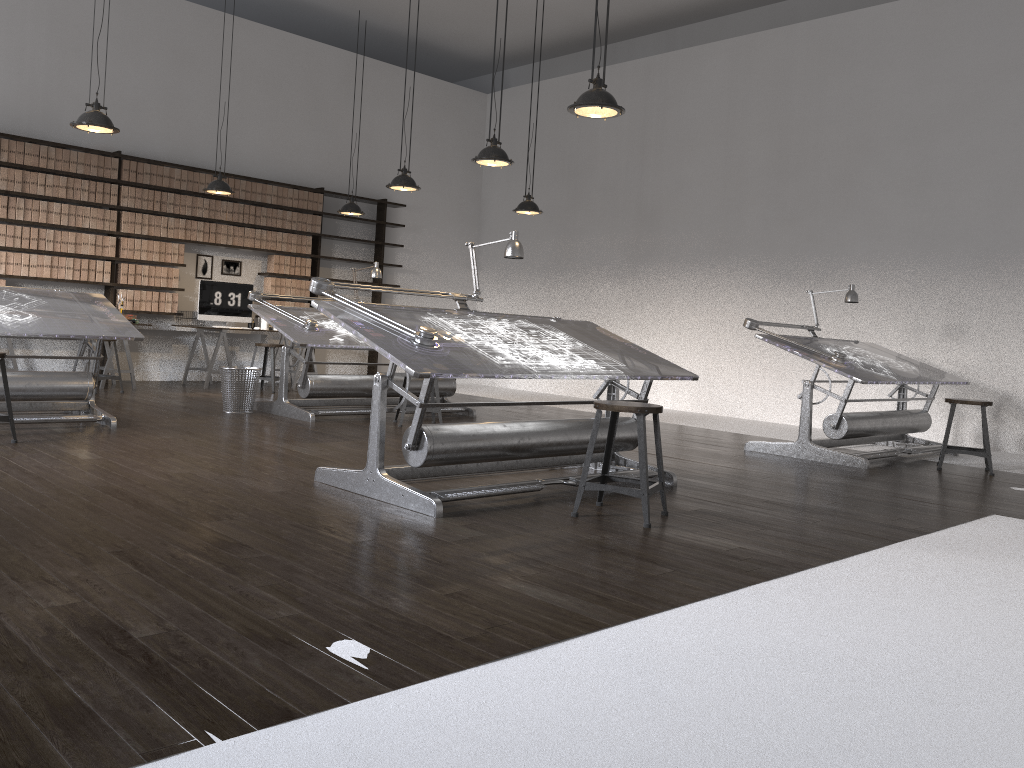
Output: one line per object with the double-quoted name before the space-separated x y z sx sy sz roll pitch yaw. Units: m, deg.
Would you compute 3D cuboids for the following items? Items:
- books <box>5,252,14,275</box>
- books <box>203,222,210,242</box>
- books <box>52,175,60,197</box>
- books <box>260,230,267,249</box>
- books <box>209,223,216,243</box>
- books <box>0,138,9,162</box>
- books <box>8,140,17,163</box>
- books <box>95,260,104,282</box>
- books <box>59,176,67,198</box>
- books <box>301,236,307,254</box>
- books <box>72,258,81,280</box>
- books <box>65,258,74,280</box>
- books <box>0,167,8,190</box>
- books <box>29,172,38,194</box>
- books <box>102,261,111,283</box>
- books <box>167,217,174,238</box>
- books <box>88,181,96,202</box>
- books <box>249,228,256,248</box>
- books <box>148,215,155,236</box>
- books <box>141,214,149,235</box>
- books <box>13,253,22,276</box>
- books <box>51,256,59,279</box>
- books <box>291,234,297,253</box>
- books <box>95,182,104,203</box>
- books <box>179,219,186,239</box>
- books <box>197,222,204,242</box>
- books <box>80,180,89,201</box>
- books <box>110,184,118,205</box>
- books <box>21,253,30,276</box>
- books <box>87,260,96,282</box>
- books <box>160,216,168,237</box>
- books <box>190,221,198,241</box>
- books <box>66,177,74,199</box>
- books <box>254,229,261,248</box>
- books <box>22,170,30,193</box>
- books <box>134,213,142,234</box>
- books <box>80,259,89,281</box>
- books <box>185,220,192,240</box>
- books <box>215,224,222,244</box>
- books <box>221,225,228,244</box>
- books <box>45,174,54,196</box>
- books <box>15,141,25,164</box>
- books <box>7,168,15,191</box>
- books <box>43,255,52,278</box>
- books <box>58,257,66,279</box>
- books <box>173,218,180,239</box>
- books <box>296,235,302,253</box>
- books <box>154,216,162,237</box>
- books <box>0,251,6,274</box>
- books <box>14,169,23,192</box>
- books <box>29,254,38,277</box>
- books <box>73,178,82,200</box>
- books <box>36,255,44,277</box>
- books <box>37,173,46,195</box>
"books" -4.993 -1.190 8.760 0.066 0.225 0.175 3 2 -44
"books" -3.534 -1.732 10.132 0.066 0.225 0.175 3 2 -44
"books" -4.668 -2.003 9.016 0.066 0.225 0.175 3 2 -44
"books" -3.022 -1.730 10.622 0.066 0.225 0.175 3 2 -44
"books" -3.476 -1.731 10.180 0.067 0.226 0.175 3 2 -44
"books" -4.997 -2.280 8.678 0.066 0.225 0.175 3 2 -44
"books" -4.950 -2.281 8.729 0.066 0.225 0.175 3 2 -44
"books" -4.380 -1.188 9.344 0.067 0.226 0.175 3 2 -44
"books" -4.617 -2.002 9.059 0.067 0.226 0.175 3 2 -44
"books" -2.628 -1.729 11.006 0.066 0.225 0.175 3 2 -44
"books" -4.545 -1.189 9.192 0.066 0.225 0.175 3 2 -44
"books" -4.593 -1.188 9.139 0.066 0.225 0.175 3 2 -44
"books" -5.009 -2.004 8.685 0.066 0.225 0.175 3 2 -44
"books" -4.816 -2.003 8.873 0.066 0.225 0.175 3 2 -44
"books" -4.325 -1.188 9.399 0.066 0.225 0.175 3 2 -44
"books" -3.826 -1.732 9.844 0.066 0.225 0.175 3 2 -44
"books" -4.420 -2.002 9.258 0.066 0.225 0.175 3 2 -44
"books" -3.123 -1.730 10.519 0.067 0.226 0.175 3 2 -44
"books" -3.982 -1.733 9.700 0.066 0.225 0.175 3 2 -44
"books" -4.029 -1.733 9.649 0.066 0.225 0.175 3 2 -44
"books" -4.941 -1.190 8.807 0.066 0.225 0.175 3 2 -44
"books" -4.698 -1.189 9.043 0.066 0.225 0.175 3 2 -44
"books" -2.724 -1.729 10.905 0.067 0.226 0.175 3 2 -44
"books" -4.362 -2.002 9.306 0.067 0.226 0.175 3 2 -44
"books" -3.731 -1.732 9.932 0.067 0.226 0.175 3 2 -44
"books" -3.582 -1.731 10.079 0.066 0.225 0.175 3 2 -44
"books" -4.468 -2.002 9.205 0.066 0.225 0.175 3 2 -44
"books" -4.257 -2.002 9.412 0.066 0.225 0.175 3 2 -44
"books" -4.888 -1.189 8.853 0.067 0.226 0.175 3 2 -44
"books" -4.438 -1.188 9.295 0.066 0.225 0.175 3 2 -44
"books" -3.877 -1.732 9.793 0.067 0.226 0.175 3 2 -44
"books" -3.636 -1.732 10.033 0.066 0.225 0.175 3 2 -44
"books" -4.573 -2.003 9.110 0.066 0.225 0.175 3 2 -44
"books" -3.072 -1.730 10.569 0.066 0.225 0.175 3 2 -44
"books" -4.868 -2.004 8.826 0.066 0.225 0.175 3 2 -44
"books" -4.079 -1.733 9.596 0.066 0.225 0.175 3 2 -44
"books" -4.487 -1.188 9.240 0.067 0.226 0.175 3 2 -44
"books" -3.687 -1.732 9.983 0.066 0.225 0.175 3 2 -44
"books" -3.427 -1.731 10.235 0.066 0.225 0.175 3 2 -44
"books" -3.375 -1.731 10.276 0.066 0.225 0.175 3 2 -44
"books" -4.712 -2.003 8.971 0.066 0.225 0.175 3 2 -44
"books" -4.898 -2.280 8.776 0.066 0.225 0.175 3 2 -44
"books" -4.964 -2.004 8.730 0.066 0.225 0.175 3 2 -44
"books" -4.742 -1.189 8.992 0.067 0.226 0.175 3 2 -44
"books" -4.647 -1.189 9.093 0.066 0.225 0.175 3 2 -44
"books" -3.782 -1.732 9.889 0.066 0.225 0.175 3 2 -44
"books" -2.679 -1.729 10.957 0.066 0.225 0.175 3 2 -44
"books" -3.930 -1.733 9.747 0.066 0.225 0.175 3 2 -44
"books" -5.040 -1.190 8.709 0.066 0.225 0.175 3 2 -44
"books" -4.913 -2.003 8.773 0.067 0.226 0.175 3 2 -44
"books" -4.837 -1.189 8.904 0.066 0.225 0.175 3 2 -44
"books" -4.522 -2.003 9.159 0.066 0.225 0.175 3 2 -44
"books" -4.793 -1.189 8.949 0.066 0.225 0.175 3 2 -44
"books" -4.763 -2.003 8.919 0.067 0.226 0.175 3 2 -44
